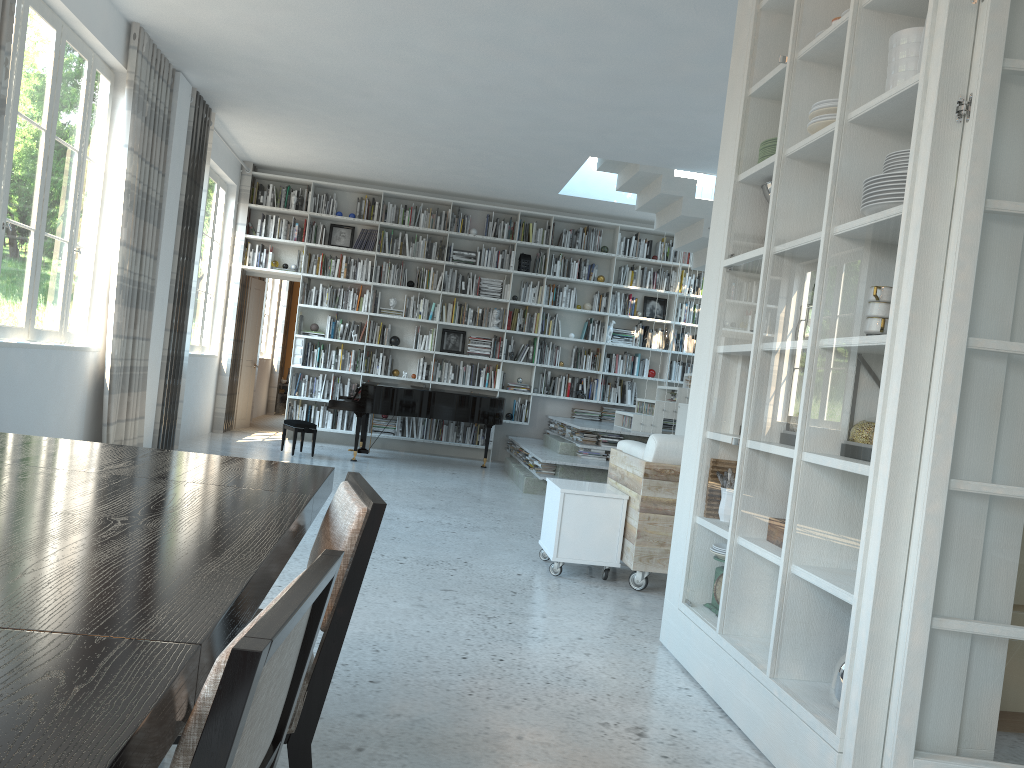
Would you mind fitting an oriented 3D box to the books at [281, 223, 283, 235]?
[{"bbox_3d":[-2.787,-1.846,10.782,0.011,0.231,0.135,7,1,-7],"label":"books"}]

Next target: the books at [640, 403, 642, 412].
[{"bbox_3d":[1.550,0.284,10.241,0.125,0.125,0.008,7,1,-7],"label":"books"}]

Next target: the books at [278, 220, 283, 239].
[{"bbox_3d":[-2.799,-1.854,10.751,0.021,0.244,0.173,7,1,-7],"label":"books"}]

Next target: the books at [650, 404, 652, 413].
[{"bbox_3d":[1.598,0.292,9.822,0.125,0.125,0.008,7,1,-7],"label":"books"}]

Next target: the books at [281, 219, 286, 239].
[{"bbox_3d":[-2.764,-1.858,10.753,0.025,0.261,0.167,7,1,-7],"label":"books"}]

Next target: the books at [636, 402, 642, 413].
[{"bbox_3d":[1.530,0.281,10.416,0.125,0.125,0.008,7,1,-7],"label":"books"}]

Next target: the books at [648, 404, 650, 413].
[{"bbox_3d":[1.588,0.291,9.907,0.125,0.125,0.018,7,1,-7],"label":"books"}]

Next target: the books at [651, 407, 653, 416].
[{"bbox_3d":[1.605,0.293,9.762,0.125,0.125,0.008,7,1,-7],"label":"books"}]

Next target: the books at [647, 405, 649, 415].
[{"bbox_3d":[1.585,0.290,9.935,0.125,0.125,0.009,7,1,-7],"label":"books"}]

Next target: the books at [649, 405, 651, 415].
[{"bbox_3d":[1.594,0.292,9.852,0.125,0.125,0.009,7,1,-7],"label":"books"}]

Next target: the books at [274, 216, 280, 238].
[{"bbox_3d":[-2.850,-1.884,10.752,0.037,0.292,0.155,7,1,-7],"label":"books"}]

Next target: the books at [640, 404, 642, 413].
[{"bbox_3d":[1.551,0.285,10.234,0.125,0.125,0.008,7,1,-7],"label":"books"}]

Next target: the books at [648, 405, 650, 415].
[{"bbox_3d":[1.589,0.291,9.894,0.125,0.125,0.009,7,1,-7],"label":"books"}]

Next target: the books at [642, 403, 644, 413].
[{"bbox_3d":[1.559,0.286,10.156,0.125,0.125,0.012,7,1,-7],"label":"books"}]

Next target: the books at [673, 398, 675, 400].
[{"bbox_3d":[1.966,0.186,10.139,0.175,0.016,0.207,7,0,-12],"label":"books"}]

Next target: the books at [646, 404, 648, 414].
[{"bbox_3d":[1.580,0.289,9.979,0.125,0.125,0.011,7,1,-7],"label":"books"}]

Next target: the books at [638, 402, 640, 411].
[{"bbox_3d":[1.539,0.283,10.334,0.125,0.125,0.007,7,1,-7],"label":"books"}]

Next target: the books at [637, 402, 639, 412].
[{"bbox_3d":[1.534,0.282,10.379,0.125,0.125,0.008,7,1,-7],"label":"books"}]

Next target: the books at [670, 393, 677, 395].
[{"bbox_3d":[1.958,0.124,10.361,0.160,0.009,0.208,7,0,-11],"label":"books"}]

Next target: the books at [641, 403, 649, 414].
[{"bbox_3d":[1.556,0.285,10.187,0.125,0.125,0.007,7,1,-7],"label":"books"}]

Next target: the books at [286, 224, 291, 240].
[{"bbox_3d":[-2.712,-1.827,10.777,0.028,0.212,0.138,7,1,-7],"label":"books"}]

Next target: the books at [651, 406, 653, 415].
[{"bbox_3d":[1.604,0.293,9.770,0.125,0.125,0.007,7,1,-7],"label":"books"}]

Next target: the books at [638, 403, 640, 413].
[{"bbox_3d":[1.540,0.283,10.327,0.125,0.125,0.007,7,1,-7],"label":"books"}]

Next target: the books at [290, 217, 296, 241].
[{"bbox_3d":[-2.657,-1.867,10.766,0.012,0.303,0.189,7,1,-7],"label":"books"}]

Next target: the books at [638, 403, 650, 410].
[{"bbox_3d":[1.538,0.283,10.341,0.125,0.125,0.007,7,1,-7],"label":"books"}]

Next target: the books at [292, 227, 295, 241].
[{"bbox_3d":[-2.645,-1.804,10.785,0.031,0.182,0.151,7,1,-7],"label":"books"}]

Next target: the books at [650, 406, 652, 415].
[{"bbox_3d":[1.599,0.293,9.808,0.125,0.125,0.010,7,1,-7],"label":"books"}]

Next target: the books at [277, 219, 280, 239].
[{"bbox_3d":[-2.815,-1.858,10.748,0.012,0.249,0.192,7,1,-7],"label":"books"}]

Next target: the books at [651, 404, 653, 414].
[{"bbox_3d":[1.603,0.293,9.777,0.125,0.125,0.008,7,1,-7],"label":"books"}]

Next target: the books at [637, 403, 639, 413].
[{"bbox_3d":[1.535,0.282,10.369,0.125,0.125,0.010,7,1,-7],"label":"books"}]

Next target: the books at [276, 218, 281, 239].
[{"bbox_3d":[-2.826,-1.869,10.747,0.013,0.269,0.162,7,1,-7],"label":"books"}]

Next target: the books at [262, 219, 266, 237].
[{"bbox_3d":[-2.986,-1.868,10.726,0.023,0.228,0.171,7,1,-7],"label":"books"}]

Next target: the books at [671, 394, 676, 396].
[{"bbox_3d":[1.963,0.140,10.362,0.140,0.022,0.181,7,0,-13],"label":"books"}]

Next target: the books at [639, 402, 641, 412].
[{"bbox_3d":[1.544,0.284,10.291,0.125,0.125,0.010,7,1,-7],"label":"books"}]

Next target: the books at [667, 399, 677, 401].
[{"bbox_3d":[1.937,0.198,10.361,0.189,0.007,0.195,7,0,-9],"label":"books"}]

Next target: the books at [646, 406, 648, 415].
[{"bbox_3d":[1.581,0.290,9.969,0.125,0.125,0.009,7,1,-7],"label":"books"}]

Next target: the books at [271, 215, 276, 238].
[{"bbox_3d":[-2.877,-1.884,10.729,0.021,0.286,0.179,7,1,-7],"label":"books"}]

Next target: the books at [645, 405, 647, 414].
[{"bbox_3d":[1.575,0.289,10.017,0.125,0.125,0.007,7,1,-7],"label":"books"}]

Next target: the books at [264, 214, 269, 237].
[{"bbox_3d":[-2.960,-1.892,10.724,0.023,0.282,0.186,7,1,-7],"label":"books"}]

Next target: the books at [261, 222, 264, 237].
[{"bbox_3d":[-3.014,-1.853,10.750,0.024,0.192,0.138,7,1,-7],"label":"books"}]

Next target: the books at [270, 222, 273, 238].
[{"bbox_3d":[-2.899,-1.848,10.744,0.010,0.209,0.165,7,1,-7],"label":"books"}]

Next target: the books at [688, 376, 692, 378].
[{"bbox_3d":[2.088,-0.065,9.834,0.233,0.025,0.157,7,0,31],"label":"books"}]

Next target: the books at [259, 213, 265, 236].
[{"bbox_3d":[-3.024,-1.907,10.735,0.011,0.296,0.162,7,1,-7],"label":"books"}]

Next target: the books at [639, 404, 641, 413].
[{"bbox_3d":[1.545,0.284,10.281,0.125,0.125,0.010,7,1,-7],"label":"books"}]

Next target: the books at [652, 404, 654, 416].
[{"bbox_3d":[1.606,0.294,9.752,0.125,0.125,0.011,7,1,-7],"label":"books"}]

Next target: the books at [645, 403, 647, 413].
[{"bbox_3d":[1.574,0.288,10.025,0.125,0.125,0.008,7,1,-7],"label":"books"}]

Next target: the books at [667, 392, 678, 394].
[{"bbox_3d":[1.941,0.114,10.358,0.198,0.006,0.188,7,0,-10],"label":"books"}]

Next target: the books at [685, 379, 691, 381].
[{"bbox_3d":[2.079,-0.029,9.825,0.295,0.007,0.146,7,0,28],"label":"books"}]

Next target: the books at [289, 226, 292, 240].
[{"bbox_3d":[-2.686,-1.817,10.789,0.029,0.197,0.144,7,1,-7],"label":"books"}]

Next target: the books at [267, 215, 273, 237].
[{"bbox_3d":[-2.937,-1.892,10.749,0.028,0.288,0.132,7,1,-7],"label":"books"}]

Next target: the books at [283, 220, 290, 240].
[{"bbox_3d":[-2.737,-1.850,10.755,0.030,0.251,0.165,7,1,-7],"label":"books"}]

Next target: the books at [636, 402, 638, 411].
[{"bbox_3d":[1.529,0.281,10.424,0.125,0.125,0.009,7,1,-7],"label":"books"}]

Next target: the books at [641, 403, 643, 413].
[{"bbox_3d":[1.555,0.285,10.195,0.125,0.125,0.007,7,1,-7],"label":"books"}]

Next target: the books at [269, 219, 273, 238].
[{"bbox_3d":[-2.915,-1.865,10.752,0.024,0.239,0.155,7,1,-7],"label":"books"}]

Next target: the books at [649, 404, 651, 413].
[{"bbox_3d":[1.593,0.292,9.861,0.125,0.125,0.010,7,1,-7],"label":"books"}]

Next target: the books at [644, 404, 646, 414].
[{"bbox_3d":[1.570,0.288,10.064,0.125,0.125,0.010,7,1,-7],"label":"books"}]

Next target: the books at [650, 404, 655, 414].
[{"bbox_3d":[1.598,0.292,9.815,0.125,0.125,0.008,7,1,-7],"label":"books"}]

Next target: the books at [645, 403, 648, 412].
[{"bbox_3d":[1.574,0.288,10.032,0.125,0.125,0.008,7,1,-7],"label":"books"}]

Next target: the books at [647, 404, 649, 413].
[{"bbox_3d":[1.584,0.290,9.944,0.125,0.125,0.013,7,1,-7],"label":"books"}]

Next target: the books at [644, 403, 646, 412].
[{"bbox_3d":[1.569,0.288,10.072,0.125,0.125,0.007,7,1,-7],"label":"books"}]
